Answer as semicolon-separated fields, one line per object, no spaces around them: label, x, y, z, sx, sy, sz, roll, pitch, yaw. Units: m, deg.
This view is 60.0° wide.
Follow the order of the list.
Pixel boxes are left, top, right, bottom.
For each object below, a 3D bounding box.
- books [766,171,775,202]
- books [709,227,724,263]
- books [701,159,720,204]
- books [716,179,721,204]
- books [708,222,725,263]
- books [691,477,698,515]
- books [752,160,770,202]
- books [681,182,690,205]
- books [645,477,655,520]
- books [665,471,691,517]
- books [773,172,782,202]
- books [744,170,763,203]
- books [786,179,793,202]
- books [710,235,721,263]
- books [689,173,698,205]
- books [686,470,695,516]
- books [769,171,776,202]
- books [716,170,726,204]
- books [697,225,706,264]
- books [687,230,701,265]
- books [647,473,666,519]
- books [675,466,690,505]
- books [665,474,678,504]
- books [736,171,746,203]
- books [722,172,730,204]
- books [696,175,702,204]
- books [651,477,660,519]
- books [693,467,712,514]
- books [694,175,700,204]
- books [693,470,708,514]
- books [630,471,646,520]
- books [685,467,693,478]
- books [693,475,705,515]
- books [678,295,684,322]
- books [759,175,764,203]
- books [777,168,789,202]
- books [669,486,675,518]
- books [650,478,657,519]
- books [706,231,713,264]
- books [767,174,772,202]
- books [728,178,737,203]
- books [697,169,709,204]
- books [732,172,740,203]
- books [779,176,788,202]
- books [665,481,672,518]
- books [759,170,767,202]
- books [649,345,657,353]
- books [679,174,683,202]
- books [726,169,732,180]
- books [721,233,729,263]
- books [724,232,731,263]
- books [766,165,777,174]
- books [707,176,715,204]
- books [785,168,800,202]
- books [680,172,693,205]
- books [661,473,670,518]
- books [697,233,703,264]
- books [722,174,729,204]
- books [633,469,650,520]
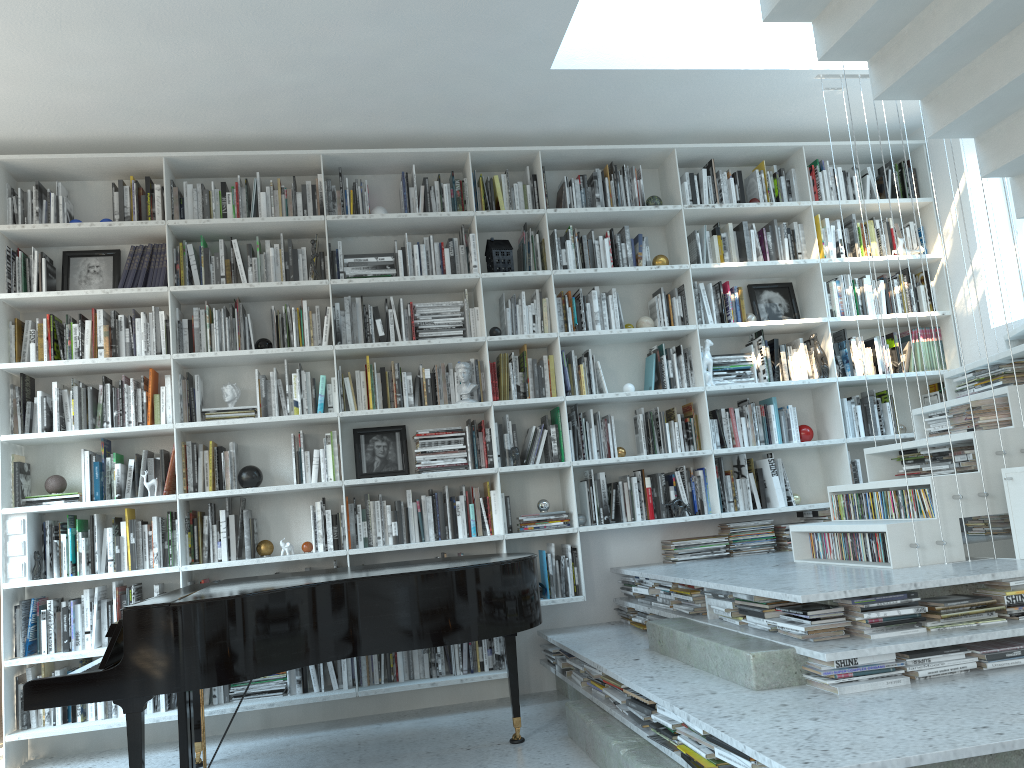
books;1.614;-1.203;5.634;0.031;0.248;0.165;-4;-8;-11
books;1.260;-0.822;5.511;0.026;0.260;0.167;-4;-8;-11
books;1.245;-1.220;5.565;0.014;0.331;0.180;-4;-8;-11
books;1.267;-1.163;5.585;0.030;0.220;0.133;-4;-8;-11
books;1.275;-0.839;5.524;0.011;0.296;0.163;-4;-8;-11
books;1.053;0.668;5.248;0.013;0.219;0.168;-4;-8;-11
books;1.586;-1.236;5.635;0.007;0.320;0.166;-4;-8;-11
books;1.057;-1.135;5.513;0.022;0.182;0.190;-4;-8;-11
books;0.779;0.674;5.197;0.031;0.243;0.185;-4;-8;-11
books;0.977;0.650;5.239;0.070;0.266;0.186;-4;-8;-11
books;1.656;-1.200;5.634;0.018;0.234;0.186;-4;-8;-11
books;1.530;-1.202;5.612;0.019;0.255;0.169;-4;-8;-11
books;1.748;-1.190;5.679;0.031;0.211;0.132;-4;-8;-11
books;1.238;-0.795;5.498;0.025;0.207;0.175;-4;-8;-11
books;1.102;-1.166;5.532;0.026;0.241;0.185;-4;-8;-11
books;1.032;0.649;5.260;0.021;0.264;0.150;-4;-8;-11
books;1.635;-1.206;5.653;0.017;0.256;0.147;-4;-8;-11
books;1.290;-1.188;5.572;0.014;0.261;0.168;-4;-8;-11
books;1.169;-0.825;5.505;0.051;0.282;0.167;-4;-8;-11
books;1.126;-0.808;5.497;0.012;0.253;0.161;-4;-8;-11
books;0.850;0.661;5.216;0.026;0.262;0.173;-4;-8;-11
books;1.014;0.636;5.258;0.013;0.293;0.135;-4;-8;-11
books;0.939;0.662;5.236;0.012;0.248;0.165;-4;-8;-11
books;1.418;-1.194;5.602;0.030;0.257;0.165;-4;-8;-11
books;1.328;-1.185;5.588;0.021;0.253;0.151;-4;-8;-11
books;1.147;-1.169;5.567;0.027;0.249;0.140;-4;-8;-11
books;0.825;0.675;5.227;0.021;0.242;0.131;-4;-8;-11
books;1.131;0.637;5.268;0.025;0.272;0.171;-4;-8;-11
books;1.126;-1.161;5.544;0.024;0.230;0.169;-4;-8;-11
books;1.107;0.646;5.262;0.026;0.257;0.157;-4;-8;-11
books;0.741;0.659;5.212;0.012;0.284;0.160;-4;-8;-11
books;1.058;0.640;5.279;0.012;0.282;0.143;-4;-8;-11
books;1.084;0.661;5.249;0.025;0.227;0.176;-4;-8;-11
books;1.010;-0.420;5.421;0.013;0.220;0.155;-4;-8;-11
books;1.544;-1.185;5.614;0.008;0.220;0.183;-4;-8;-11
books;1.718;-1.222;5.673;0.025;0.279;0.136;-4;-8;-11
books;0.925;0.697;5.226;0.025;0.181;0.169;-4;-8;-11
books;0.804;0.678;5.216;0.025;0.237;0.156;-4;-8;-11
books;1.207;-0.810;5.518;0.026;0.250;0.130;-4;-8;-11
books;1.599;-1.191;5.622;0.007;0.225;0.170;-4;-8;-11
books;1.355;-1.163;5.575;0.024;0.201;0.190;-4;-8;-11
books;1.185;-1.188;5.559;0.048;0.277;0.150;-4;-8;-11
books;1.395;-1.188;5.610;0.012;0.253;0.161;-4;-8;-11
books;1.698;-1.189;5.646;0.029;0.209;0.169;-4;-8;-11
books;0.899;0.684;5.230;0.022;0.210;0.136;-4;-8;-11
books;1.562;-1.201;5.626;0.016;0.251;0.189;-4;-8;-11
books;0.871;-0.078;5.353;0.016;0.289;0.135;-4;-8;-11
books;1.030;-1.169;5.543;0.014;0.263;0.140;-4;-8;-11
books;1.364;-1.198;5.609;0.012;0.278;0.153;-4;-8;-11
books;1.298;-0.805;5.523;0.030;0.224;0.158;-4;-8;-11
books;1.322;-0.810;5.543;0.024;0.235;0.147;-4;-8;-11
books;1.668;-1.229;5.661;0.020;0.298;0.131;-4;-8;-11
books;1.226;-1.167;5.565;0.030;0.230;0.148;-4;-8;-11
books;1.777;-1.221;5.666;0.026;0.263;0.163;-4;-8;-11
books;1.075;-1.168;5.533;0.025;0.250;0.178;-4;-8;-11
books;0.873;0.660;5.228;0.026;0.262;0.170;-4;-8;-11
books;1.139;-0.800;5.496;0.013;0.236;0.142;-4;-8;-11
books;1.309;-1.177;5.574;0.022;0.236;0.172;-4;-8;-11
books;0.756;0.651;5.194;0.012;0.292;0.175;-4;-8;-11
